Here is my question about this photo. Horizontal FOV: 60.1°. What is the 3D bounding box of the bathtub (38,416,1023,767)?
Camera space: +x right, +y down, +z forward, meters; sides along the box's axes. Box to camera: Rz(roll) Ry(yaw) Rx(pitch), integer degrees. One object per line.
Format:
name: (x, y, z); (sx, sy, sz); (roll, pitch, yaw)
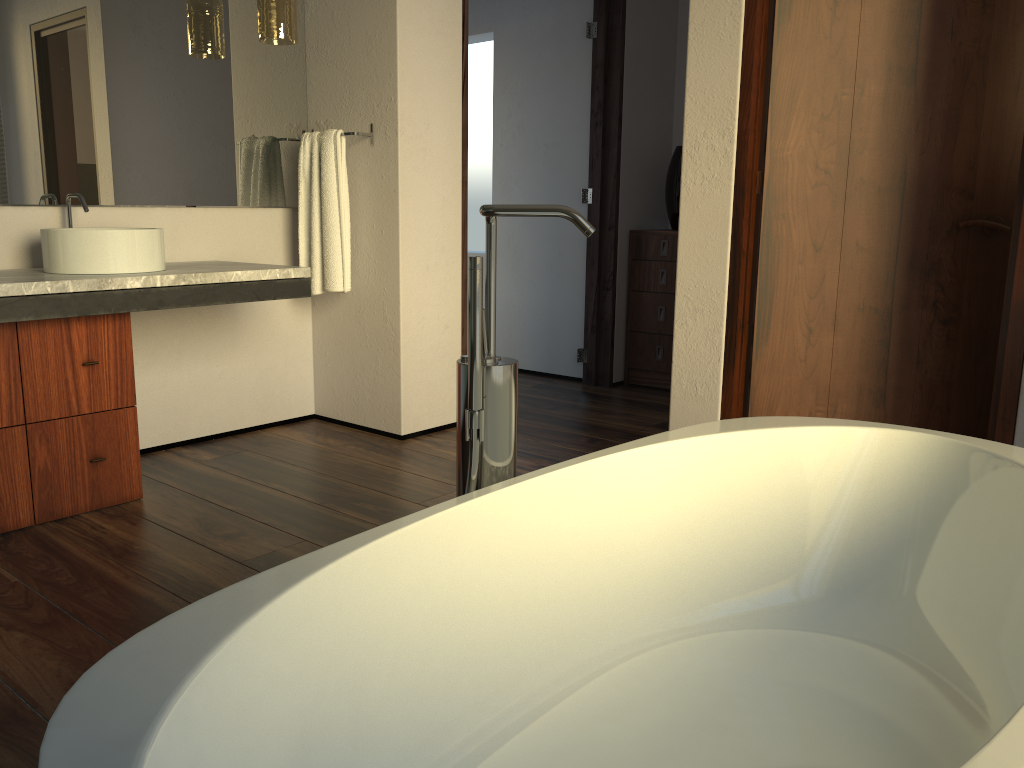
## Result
bathtub: (0.273, 0.436, 1.151); (0.783, 0.485, 1.581); (10, 14, 39)

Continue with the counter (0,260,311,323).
counter: (-1.630, -0.228, 2.387); (0.602, 0.101, 2.204); (10, 14, 40)

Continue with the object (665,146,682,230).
object: (0.867, -0.996, 4.510); (0.166, 0.417, 0.174); (-7, 14, -36)

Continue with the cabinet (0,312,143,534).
cabinet: (-1.536, 0.079, 2.623); (0.525, 0.599, 0.643); (10, 14, 40)

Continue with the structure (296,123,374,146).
structure: (-0.698, -0.963, 3.445); (0.378, 0.088, 0.100); (10, 14, 40)

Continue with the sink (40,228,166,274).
sink: (-1.280, -0.422, 2.783); (0.363, 0.131, 0.352); (4, 12, 18)

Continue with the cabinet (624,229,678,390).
cabinet: (1.155, -0.338, 4.320); (1.167, 0.800, 0.393); (10, 14, 40)

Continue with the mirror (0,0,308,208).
mirror: (-2.133, -1.013, 2.085); (0.018, 1.152, 3.980); (10, 15, 40)

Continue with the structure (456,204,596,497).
structure: (-0.027, 0.158, 1.481); (0.243, 0.897, 0.278); (-1, 11, -10)

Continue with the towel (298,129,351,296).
towel: (-0.733, -0.660, 3.451); (0.158, 0.636, 0.263); (-6, 13, -31)

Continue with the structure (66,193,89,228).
structure: (-1.425, -0.494, 2.860); (0.168, 0.242, 0.064); (11, 15, 43)

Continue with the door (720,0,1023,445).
door: (1.039, -0.543, 2.356); (0.748, 1.947, 0.453); (10, 14, 40)

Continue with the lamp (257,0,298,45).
lamp: (-0.834, -1.656, 3.099); (0.138, 0.867, 0.139); (-1, 11, -7)
